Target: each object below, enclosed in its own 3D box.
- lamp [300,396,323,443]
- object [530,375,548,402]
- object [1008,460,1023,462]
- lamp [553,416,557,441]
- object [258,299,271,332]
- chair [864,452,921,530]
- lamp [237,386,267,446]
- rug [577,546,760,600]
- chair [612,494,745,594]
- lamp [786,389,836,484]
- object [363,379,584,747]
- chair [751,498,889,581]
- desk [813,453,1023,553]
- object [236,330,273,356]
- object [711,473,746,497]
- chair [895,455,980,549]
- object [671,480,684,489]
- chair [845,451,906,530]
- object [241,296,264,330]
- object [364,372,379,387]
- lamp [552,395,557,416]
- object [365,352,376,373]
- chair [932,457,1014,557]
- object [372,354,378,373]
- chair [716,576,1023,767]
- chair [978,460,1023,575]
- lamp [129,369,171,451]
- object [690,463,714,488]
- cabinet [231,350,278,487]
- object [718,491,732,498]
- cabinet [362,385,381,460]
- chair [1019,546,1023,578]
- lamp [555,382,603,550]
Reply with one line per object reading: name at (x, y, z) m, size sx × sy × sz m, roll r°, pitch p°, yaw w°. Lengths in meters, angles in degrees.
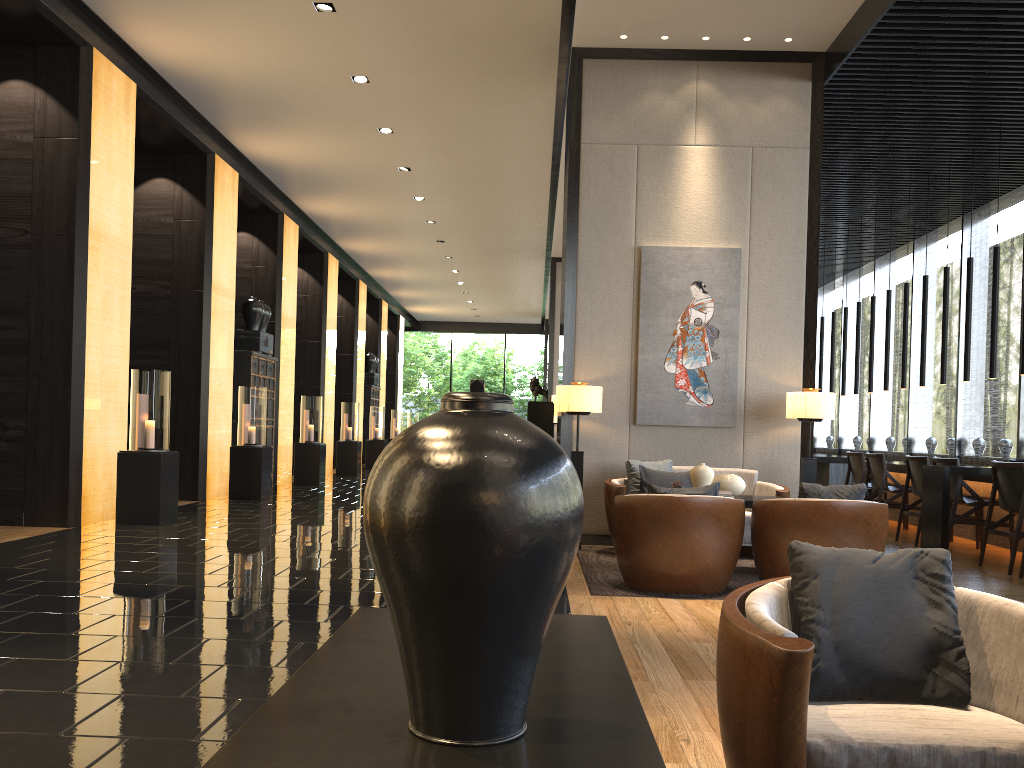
lamp at (-3.170, 0.557, 13.990) m, size 0.336 × 0.729 × 0.337 m, roll 2°, pitch 0°, yaw 3°
object at (0.247, 0.044, 8.077) m, size 0.176 × 0.246 × 0.115 m, roll 2°, pitch 0°, yaw 1°
object at (4.151, 0.653, 7.182) m, size 0.227 × 0.067 × 0.228 m, roll 1°, pitch -3°, yaw 4°
lamp at (0.749, 1.146, 16.101) m, size 0.374 × 1.351 × 0.375 m, roll 2°, pitch 0°, yaw 20°
object at (-3.636, -0.973, 12.768) m, size 0.311 × 0.493 × 0.311 m, roll 2°, pitch -1°, yaw -17°
chair at (3.981, 1.139, 9.261) m, size 0.563 × 0.827 × 0.526 m, roll 2°, pitch -1°, yaw 1°
lamp at (-3.243, 0.399, 11.054) m, size 0.336 × 0.729 × 0.337 m, roll 2°, pitch 0°, yaw 7°
rug at (1.464, 1.314, 6.243) m, size 1.957 × 0.008 × 2.244 m, roll 2°, pitch -3°, yaw 1°
chair at (1.016, 0.956, 5.366) m, size 0.803 × 0.604 × 0.606 m, roll 2°, pitch -1°, yaw 2°
lamp at (2.388, 0.716, 7.131) m, size 0.374 × 1.351 × 0.375 m, roll 2°, pitch 0°, yaw 31°
object at (-0.056, 0.240, 1.256) m, size 0.311 × 0.493 × 0.311 m, roll 2°, pitch -1°, yaw -10°
chair at (1.871, 0.980, 5.345) m, size 0.803 × 0.604 × 0.606 m, roll 2°, pitch -1°, yaw 2°
desk at (4.422, 1.333, 12.087) m, size 1.780 × 0.759 × 28.760 m, roll 2°, pitch -3°, yaw 2°
object at (-3.643, -0.576, 12.596) m, size 0.365 × 0.315 × 0.606 m, roll 2°, pitch -2°, yaw 1°
object at (1.534, 0.721, 6.291) m, size 0.245 × 0.168 × 0.245 m, roll 2°, pitch -2°, yaw 4°
chair at (3.955, 1.085, 8.248) m, size 0.563 × 0.827 × 0.526 m, roll 2°, pitch -1°, yaw 1°
object at (1.187, 0.738, 6.333) m, size 0.092 × 0.112 × 0.091 m, roll 2°, pitch -1°, yaw -36°
chair at (3.995, 1.170, 9.836) m, size 0.563 × 0.827 × 0.526 m, roll 2°, pitch -1°, yaw 1°
object at (-3.644, -0.991, 12.435) m, size 0.312 × 0.493 × 0.311 m, roll 2°, pitch -1°, yaw -32°
object at (-3.423, -0.101, 21.412) m, size 0.365 × 0.315 × 0.606 m, roll 2°, pitch -2°, yaw 1°
lamp at (0.572, 0.778, 8.985) m, size 0.375 × 1.319 × 0.374 m, roll 2°, pitch 0°, yaw -45°
object at (-3.424, -0.515, 21.252) m, size 0.311 × 0.493 × 0.311 m, roll 2°, pitch -1°, yaw -25°
chair at (3.941, 1.054, 7.673) m, size 0.563 × 0.827 × 0.526 m, roll 2°, pitch -1°, yaw 1°
object at (-3.416, -0.497, 21.584) m, size 0.311 × 0.493 × 0.311 m, roll 2°, pitch -1°, yaw -17°
chair at (0.846, 0.771, 1.981) m, size 0.803 × 0.604 × 0.606 m, roll 2°, pitch -1°, yaw 2°
chair at (3.916, 0.999, 6.660) m, size 0.563 × 0.827 × 0.526 m, roll 2°, pitch -1°, yaw 1°
lamp at (-3.317, 0.241, 8.118) m, size 0.337 × 0.729 × 0.336 m, roll 2°, pitch 0°, yaw -26°
object at (1.337, 0.675, 6.239) m, size 0.171 × 0.236 × 0.171 m, roll 1°, pitch -1°, yaw 37°
cabinet at (-3.789, 0.538, 12.578) m, size 0.547 × 1.923 × 1.188 m, roll 2°, pitch -1°, yaw 1°
object at (1.416, 0.762, 6.098) m, size 0.174 × 0.051 × 0.138 m, roll 2°, pitch -3°, yaw -3°
cabinet at (-3.569, 1.013, 21.394) m, size 0.547 × 1.923 × 1.188 m, roll 2°, pitch -1°, yaw 1°
chair at (3.901, 0.968, 6.085) m, size 0.563 × 0.827 × 0.526 m, roll 2°, pitch -1°, yaw 1°
lamp at (0.527, 0.666, 7.177) m, size 0.375 × 1.348 × 0.374 m, roll 2°, pitch 0°, yaw -37°
